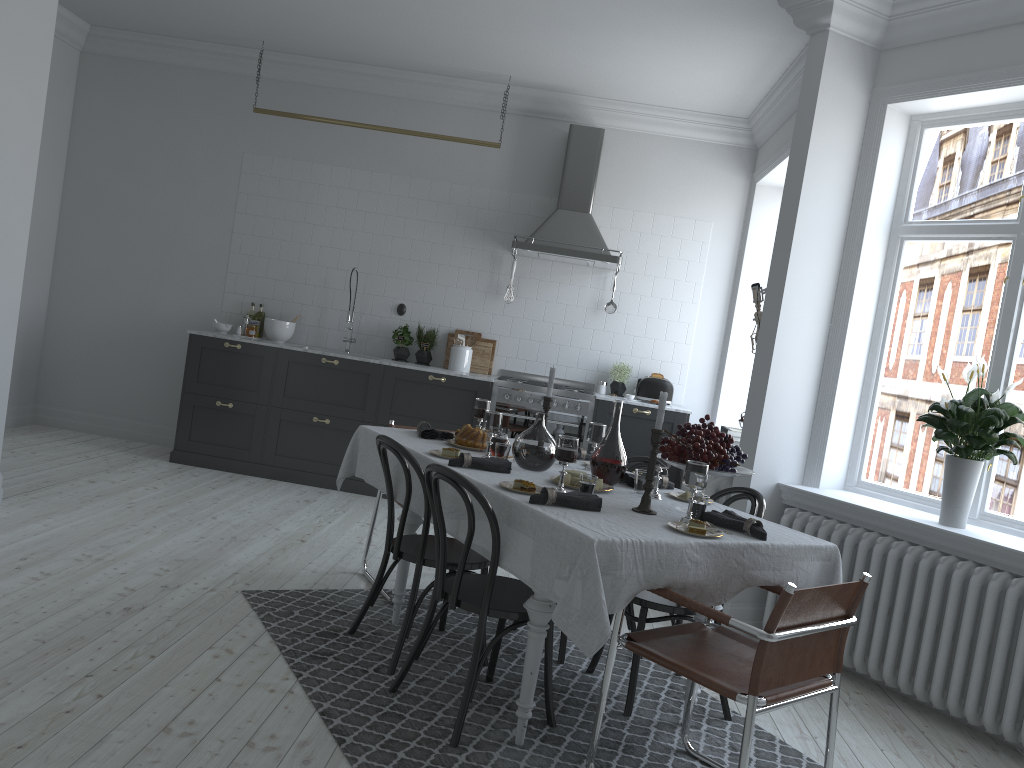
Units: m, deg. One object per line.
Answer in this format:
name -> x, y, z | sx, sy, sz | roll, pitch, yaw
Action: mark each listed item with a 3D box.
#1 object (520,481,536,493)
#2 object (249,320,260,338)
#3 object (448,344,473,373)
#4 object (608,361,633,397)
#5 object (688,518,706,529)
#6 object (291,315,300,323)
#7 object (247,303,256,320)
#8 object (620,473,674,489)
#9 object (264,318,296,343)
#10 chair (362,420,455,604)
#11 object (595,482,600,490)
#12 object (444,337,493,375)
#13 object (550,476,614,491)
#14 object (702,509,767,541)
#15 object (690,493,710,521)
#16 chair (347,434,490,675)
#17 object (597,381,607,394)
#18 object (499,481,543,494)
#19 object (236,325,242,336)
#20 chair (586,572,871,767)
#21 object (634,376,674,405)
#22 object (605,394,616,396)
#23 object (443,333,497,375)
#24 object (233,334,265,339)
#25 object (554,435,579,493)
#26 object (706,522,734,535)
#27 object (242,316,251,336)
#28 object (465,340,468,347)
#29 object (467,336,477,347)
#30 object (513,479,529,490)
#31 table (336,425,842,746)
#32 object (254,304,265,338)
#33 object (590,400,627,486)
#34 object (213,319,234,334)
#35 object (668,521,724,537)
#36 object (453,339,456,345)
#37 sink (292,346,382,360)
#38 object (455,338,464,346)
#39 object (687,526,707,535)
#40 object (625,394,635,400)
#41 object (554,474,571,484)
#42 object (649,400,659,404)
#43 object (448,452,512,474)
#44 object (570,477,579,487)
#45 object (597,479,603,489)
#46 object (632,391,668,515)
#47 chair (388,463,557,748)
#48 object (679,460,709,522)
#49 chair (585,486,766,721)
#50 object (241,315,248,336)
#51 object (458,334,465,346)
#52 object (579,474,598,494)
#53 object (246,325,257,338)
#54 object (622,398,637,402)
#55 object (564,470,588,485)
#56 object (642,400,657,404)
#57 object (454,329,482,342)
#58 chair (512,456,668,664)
object -> 0.058, 0.368, 3.167 | 0.036, 0.039, 0.051 | 12, 4, 43
object -> -2.127, -0.454, 7.308 | 0.077, 0.141, 0.044 | 9, 3, 3
object -> -0.413, -0.206, 7.133 | 0.174, 0.208, 0.174 | 9, 3, -1
object -> 0.864, -0.042, 7.115 | 0.210, 0.283, 0.220 | 10, 3, 16
object -> 0.615, 0.469, 2.944 | 0.057, 0.037, 0.021 | 10, 3, 24
object -> -1.838, -0.462, 7.271 | 0.042, 0.232, 0.209 | 12, 4, 44
object -> -2.166, -0.535, 7.362 | 0.066, 0.282, 0.066 | 9, 3, -2
object -> 0.562, 0.405, 3.763 | 0.165, 0.061, 0.247 | 12, 4, 42
object -> -1.906, -0.432, 7.248 | 0.247, 0.175, 0.247 | 10, 3, 17
chair -> -0.396, 0.665, 4.620 | 0.546, 0.837, 0.593 | 7, 3, -25
object -> 0.302, 0.391, 3.460 | 0.040, 0.039, 0.077 | 7, 4, -27
object -> -0.356, -0.229, 7.243 | 0.360, 0.261, 0.053 | 9, 3, 3
object -> 0.274, 0.397, 3.485 | 0.251, 0.018, 0.251 | 9, 3, 3
object -> 0.809, 0.482, 3.086 | 0.247, 0.061, 0.165 | 12, 4, 42
object -> 0.655, 0.437, 3.124 | 0.066, 0.094, 0.066 | 9, 3, -8
chair -> -0.353, 0.684, 3.737 | 0.564, 0.909, 0.463 | 7, 4, -33
object -> 0.725, 0.030, 7.142 | 0.072, 0.095, 0.072 | 6, 4, -41
object -> 0.043, 0.378, 3.194 | 0.182, 0.013, 0.182 | 10, 3, 18
object -> -2.215, -0.434, 7.200 | 0.046, 0.084, 0.046 | 8, 3, -10
chair -> 0.679, 0.935, 2.809 | 0.546, 0.837, 0.593 | 6, 4, -42
object -> 1.137, 0.041, 7.104 | 0.326, 0.207, 0.219 | 9, 3, 8
object -> 0.785, 0.084, 7.051 | 0.091, 0.018, 0.062 | 9, 3, 1
object -> -0.346, -0.246, 7.298 | 0.400, 0.290, 0.030 | 9, 3, 3
object -> -2.158, -0.389, 7.278 | 0.180, 0.008, 0.272 | 9, 3, 3
object -> 0.189, 0.298, 3.224 | 0.083, 0.215, 0.083 | 9, 3, 8
object -> 0.708, 0.492, 3.027 | 0.031, 0.012, 0.131 | 7, 4, -34
object -> -2.167, -0.473, 7.240 | 0.059, 0.172, 0.059 | 11, 4, 35
object -> -0.381, -0.227, 7.171 | 0.050, 0.247, 0.114 | 7, 4, -32
object -> -0.370, -0.248, 7.167 | 0.131, 0.296, 0.056 | 8, 3, -17
object -> 0.033, 0.363, 3.199 | 0.057, 0.037, 0.021 | 8, 3, -16
table -> 0.127, 0.791, 3.710 | 1.210, 0.842, 2.179 | 7, 4, -30
object -> -2.086, -0.522, 7.352 | 0.089, 0.282, 0.082 | 9, 3, 3
object -> 0.412, 0.240, 3.650 | 0.152, 0.352, 0.152 | 7, 4, -36
object -> -2.355, -0.469, 7.236 | 0.159, 0.110, 0.172 | 9, 3, -2
object -> 0.603, 0.481, 2.915 | 0.182, 0.013, 0.182 | 10, 3, 13
object -> -0.441, -0.236, 7.128 | 0.117, 0.251, 0.061 | 11, 4, 33
sink -> -1.387, -0.147, 7.028 | 0.669, 0.203, 0.384 | 9, 3, 3
object -> -0.449, -0.241, 7.105 | 0.054, 0.262, 0.149 | 8, 3, -22
object -> 0.605, 0.478, 2.903 | 0.057, 0.021, 0.037 | 9, 3, 3
object -> 0.901, 0.103, 6.774 | 0.072, 0.040, 0.070 | 9, 3, -5
object -> 0.197, 0.362, 3.446 | 0.039, 0.040, 0.078 | 8, 3, -22
object -> 1.099, 0.137, 6.839 | 0.119, 0.031, 0.074 | 11, 4, 36
object -> -0.111, 0.313, 3.516 | 0.165, 0.061, 0.247 | 12, 4, 42
object -> 0.254, 0.384, 3.427 | 0.077, 0.040, 0.040 | 10, 3, 22
object -> 0.331, 0.390, 3.513 | 0.039, 0.040, 0.077 | 8, 3, -17
object -> 0.502, 0.241, 3.129 | 0.089, 0.432, 0.089 | 10, 3, 26
chair -> -0.098, 0.753, 3.231 | 0.564, 0.909, 0.463 | 6, 4, -38
object -> 0.622, 0.376, 3.052 | 0.083, 0.215, 0.083 | 9, 3, 8
chair -> 0.689, 0.853, 3.665 | 0.564, 0.909, 0.463 | 8, 3, -18
object -> -2.192, -0.480, 7.300 | 0.059, 0.172, 0.059 | 11, 4, 35
object -> -0.407, -0.251, 7.141 | 0.064, 0.290, 0.141 | 8, 3, -23
object -> 0.268, 0.373, 3.170 | 0.066, 0.094, 0.066 | 9, 3, -8
object -> -2.115, -0.427, 7.205 | 0.078, 0.101, 0.078 | 11, 4, 32
object -> 0.899, 0.122, 6.775 | 0.126, 0.008, 0.126 | 11, 4, 30
object -> 0.250, 0.372, 3.510 | 0.100, 0.056, 0.056 | 10, 3, 20
object -> 1.055, 0.138, 6.806 | 0.209, 0.008, 0.018 | 11, 4, 38
object -> -0.381, -0.270, 7.267 | 0.220, 0.330, 0.041 | 9, 3, 3
chair -> 0.385, 0.778, 4.152 | 0.564, 0.909, 0.463 | 7, 4, -33
